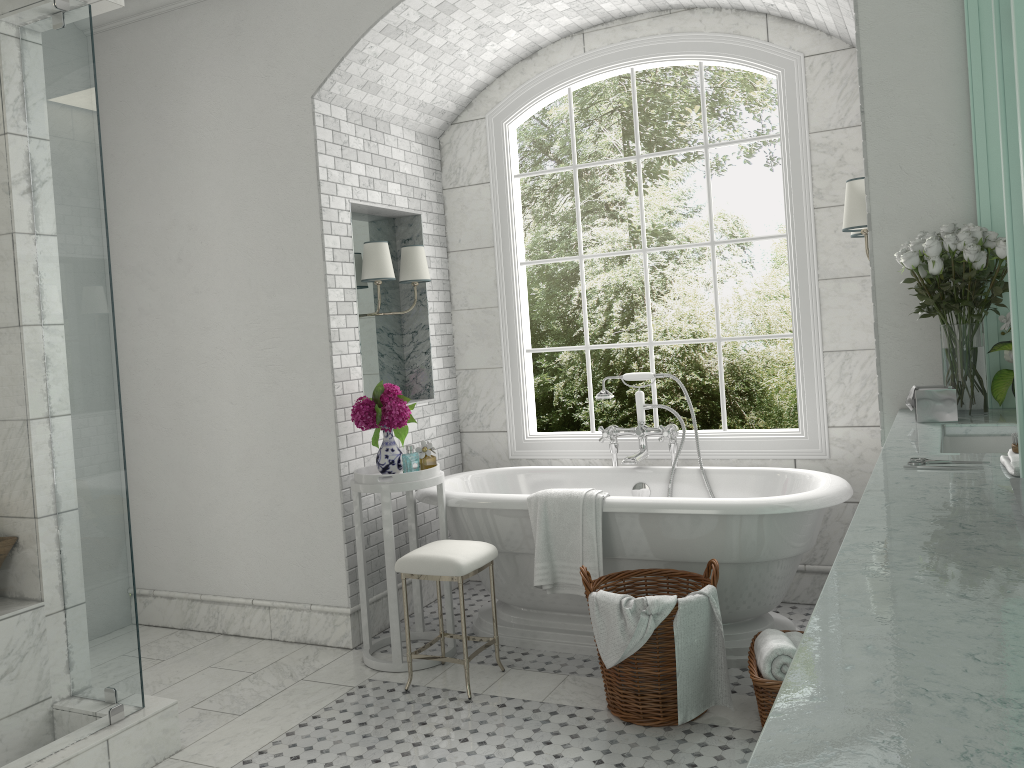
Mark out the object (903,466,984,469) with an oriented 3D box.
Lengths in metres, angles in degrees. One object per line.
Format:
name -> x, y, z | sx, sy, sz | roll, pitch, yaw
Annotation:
object -> 0.989, 0.191, 2.033 | 0.167, 0.005, 0.020 | -2, 4, 30

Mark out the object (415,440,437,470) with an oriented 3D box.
object -> -0.402, 0.352, 4.266 | 0.097, 0.168, 0.084 | -5, 2, -43

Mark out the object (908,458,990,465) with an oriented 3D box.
object -> 1.038, 0.183, 2.118 | 0.175, 0.007, 0.075 | -3, 3, 18

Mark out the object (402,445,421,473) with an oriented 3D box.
object -> -0.478, 0.368, 4.199 | 0.086, 0.154, 0.058 | -5, 2, -44

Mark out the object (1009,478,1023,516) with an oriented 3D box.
object -> 1.101, 0.196, 1.497 | 0.438, 0.008, 0.350 | -2, 4, 26

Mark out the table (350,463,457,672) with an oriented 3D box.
table -> -0.524, 0.855, 4.283 | 0.450, 0.905, 0.450 | -4, 1, -12

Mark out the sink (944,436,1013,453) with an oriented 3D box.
sink -> 1.385, 0.214, 2.447 | 0.346, 0.079, 0.604 | -2, 4, 26

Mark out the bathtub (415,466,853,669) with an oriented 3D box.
bathtub -> 0.546, 0.852, 4.363 | 2.163, 0.757, 0.943 | -2, 3, 26

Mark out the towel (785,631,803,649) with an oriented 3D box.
towel -> 1.105, 1.053, 3.306 | 0.164, 0.186, 0.313 | -4, 3, -4

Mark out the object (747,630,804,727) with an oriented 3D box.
object -> 1.060, 1.130, 3.285 | 0.345, 0.261, 0.551 | -3, 3, 17

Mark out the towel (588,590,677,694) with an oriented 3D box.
towel -> 0.516, 0.997, 3.439 | 0.399, 0.438, 0.485 | -3, 2, 27

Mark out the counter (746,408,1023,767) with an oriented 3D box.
counter -> 1.176, 0.148, 1.821 | 0.823, 0.181, 2.813 | -2, 4, 26

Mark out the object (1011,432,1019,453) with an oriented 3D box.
object -> 1.243, 0.130, 1.973 | 0.228, 0.044, 0.068 | -2, 3, 35

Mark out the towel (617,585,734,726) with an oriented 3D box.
towel -> 0.588, 1.013, 3.471 | 0.383, 0.469, 0.460 | -5, 2, -25

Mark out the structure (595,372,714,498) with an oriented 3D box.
structure -> 0.775, 0.585, 4.640 | 0.778, 1.285, 0.341 | -3, 2, 37

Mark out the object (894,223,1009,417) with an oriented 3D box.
object -> 1.507, -0.215, 2.965 | 0.391, 0.653, 0.357 | -3, 2, 38

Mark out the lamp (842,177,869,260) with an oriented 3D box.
lamp -> 1.594, -0.671, 3.791 | 0.308, 0.383, 0.549 | -3, 3, 26

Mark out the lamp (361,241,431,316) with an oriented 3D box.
lamp -> -0.690, -0.578, 4.918 | 0.308, 0.383, 0.549 | -3, 3, 26

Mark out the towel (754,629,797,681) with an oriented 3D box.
towel -> 0.972, 1.019, 3.249 | 0.149, 0.211, 0.321 | -4, 3, 9

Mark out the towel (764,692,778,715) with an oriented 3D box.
towel -> 1.004, 1.167, 3.253 | 0.153, 0.163, 0.312 | -3, 3, 16

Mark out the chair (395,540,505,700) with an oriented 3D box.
chair -> -0.269, 1.014, 3.915 | 0.371, 0.602, 0.367 | -3, 2, 26

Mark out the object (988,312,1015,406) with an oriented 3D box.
object -> 1.719, -0.095, 2.793 | 0.394, 0.402, 0.453 | -3, 3, 28

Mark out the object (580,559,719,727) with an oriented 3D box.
object -> 0.560, 0.996, 3.523 | 0.520, 0.570, 0.518 | -5, 2, -32

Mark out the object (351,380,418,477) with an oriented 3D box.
object -> -0.617, 0.212, 4.320 | 0.332, 0.471, 0.296 | -3, 2, 28

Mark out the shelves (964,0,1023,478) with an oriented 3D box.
shelves -> 1.202, -0.867, 1.751 | 0.464, 2.122, 2.815 | -3, 2, 26

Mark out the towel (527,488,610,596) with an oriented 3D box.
towel -> 0.281, 0.705, 4.045 | 0.374, 0.463, 0.454 | -3, 2, 28

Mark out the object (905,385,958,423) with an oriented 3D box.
object -> 1.365, 0.062, 2.893 | 0.146, 0.112, 0.136 | -3, 3, 22

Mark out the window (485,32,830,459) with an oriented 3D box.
window -> 0.747, -0.745, 4.962 | 1.829, 2.322, 0.118 | -3, 1, 26

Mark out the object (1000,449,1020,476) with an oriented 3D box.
object -> 1.224, 0.161, 1.968 | 0.239, 0.056, 0.317 | -3, 4, 23
